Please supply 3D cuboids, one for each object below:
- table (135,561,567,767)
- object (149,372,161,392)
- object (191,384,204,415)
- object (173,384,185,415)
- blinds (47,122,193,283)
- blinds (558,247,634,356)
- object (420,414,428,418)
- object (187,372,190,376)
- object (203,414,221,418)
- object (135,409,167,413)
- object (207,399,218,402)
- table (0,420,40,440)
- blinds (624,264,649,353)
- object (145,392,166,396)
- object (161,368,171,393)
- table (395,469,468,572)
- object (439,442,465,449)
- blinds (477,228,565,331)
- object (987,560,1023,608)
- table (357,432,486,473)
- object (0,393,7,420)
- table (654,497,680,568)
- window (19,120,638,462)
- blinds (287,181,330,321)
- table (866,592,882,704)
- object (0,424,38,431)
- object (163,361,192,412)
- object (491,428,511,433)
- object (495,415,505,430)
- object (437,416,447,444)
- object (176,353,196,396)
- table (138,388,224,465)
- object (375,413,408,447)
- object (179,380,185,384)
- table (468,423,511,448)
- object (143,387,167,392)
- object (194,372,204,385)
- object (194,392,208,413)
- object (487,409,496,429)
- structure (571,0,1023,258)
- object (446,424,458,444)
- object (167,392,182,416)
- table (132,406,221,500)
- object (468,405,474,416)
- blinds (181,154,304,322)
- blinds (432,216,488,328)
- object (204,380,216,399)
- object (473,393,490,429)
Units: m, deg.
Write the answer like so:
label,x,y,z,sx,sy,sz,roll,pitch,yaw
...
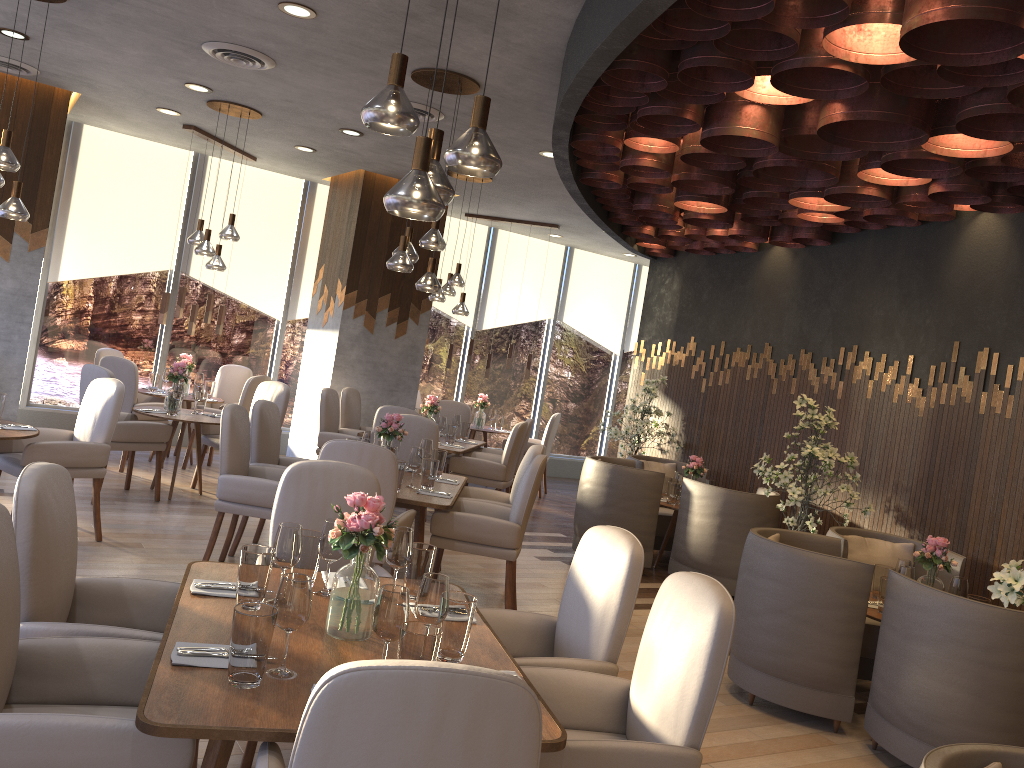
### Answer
label,x,y,z,sx,sy,sz,roll,pitch,yaw
table,-0.536,1.047,2.552,0.963,0.666,1.309,9,1,-15
object,-3.508,-0.017,8.687,0.102,0.178,0.102,9,0,6
object,-2.622,0.127,7.382,0.092,0.244,0.092,9,0,14
object,-2.687,0.123,7.132,0.092,0.244,0.092,9,0,-38
blinds,-3.995,-2.272,9.283,1.170,2.681,0.007,9,0,-32
blinds,1.283,-1.793,12.598,1.170,2.681,0.007,9,0,-32
object,-0.814,0.398,8.033,0.092,0.244,0.092,9,0,-30
object,-3.295,-0.022,8.923,0.092,0.244,0.092,9,0,-24
object,-2.489,0.261,7.444,0.158,0.019,0.254,10,2,33
object,-2.855,0.212,7.065,0.158,0.019,0.254,10,2,32
object,-3.021,0.143,8.665,0.255,0.019,0.157,10,2,14
table,-3.201,0.554,5.029,0.835,0.662,0.833,9,1,18
blinds,2.338,-1.708,13.259,1.170,2.681,0.007,9,0,-32
object,-3.381,0.089,8.499,0.157,0.019,0.255,9,2,12
object,-3.406,-0.035,8.736,0.092,0.244,0.092,9,0,35
table,-0.849,0.918,5.570,0.965,0.666,1.307,9,1,1
object,-0.560,0.553,8.032,0.255,0.019,0.157,9,1,12
blinds,0.239,-1.944,11.936,1.170,2.681,0.007,9,0,-32
object,2.051,0.969,3.077,0.748,1.617,0.786,9,0,34
table,-0.868,0.841,8.396,0.965,0.666,1.306,9,1,9
object,-3.078,0.142,5.275,0.102,0.178,0.102,9,0,-12
table,1.450,1.292,7.468,0.832,0.562,0.836,8,1,-39
window,-3.004,-0.994,6.746,8.069,3.199,16.106,9,1,13
blinds,-1.906,-1.981,10.604,1.170,2.681,0.007,9,0,-32
table,2.068,1.468,4.564,0.834,0.562,0.833,9,1,11
object,-2.942,0.247,5.204,0.158,0.019,0.254,10,2,42
object,-2.766,0.020,7.288,0.210,0.416,0.197,9,0,15
object,-0.136,0.557,10.615,0.255,0.019,0.157,9,1,7
object,-0.155,0.469,10.779,0.102,0.178,0.102,9,0,43
object,-0.656,0.421,8.152,0.092,0.244,0.092,9,0,-36
object,-3.252,-0.098,8.790,0.210,0.416,0.198,9,0,-20
table,-3.328,0.436,8.758,0.833,0.662,0.835,9,1,-12
object,-0.779,0.385,5.576,0.210,0.416,0.197,9,0,15
object,-3.205,0.037,8.514,0.102,0.178,0.102,9,0,38
table,-0.461,0.848,10.705,0.832,0.662,0.836,8,1,-41
object,-3.541,0.054,8.852,0.255,0.019,0.157,9,1,10
object,-3.111,0.011,8.791,0.092,0.244,0.092,9,0,17
object,-2.634,0.156,7.491,0.102,0.178,0.102,9,0,-41
object,-0.243,0.423,10.725,0.092,0.244,0.092,9,0,-41
structure,1.729,-1.407,4.614,2.754,0.557,9.457,9,1,-2
object,-0.564,0.468,8.199,0.102,0.178,0.102,9,0,-42
object,-2.684,0.160,7.023,0.102,0.178,0.102,9,0,38
table,-2.706,0.576,7.241,0.836,0.662,0.832,10,1,32
object,-0.514,0.381,10.676,0.092,0.244,0.092,9,0,-10
blinds,-2.952,-2.114,9.944,1.170,2.681,0.007,9,0,-32
blinds,-0.802,-2.118,11.275,1.170,2.681,0.007,9,0,-32
object,-3.016,0.059,8.832,0.102,0.178,0.102,9,0,-29
object,-0.368,0.321,10.580,0.210,0.416,0.197,9,0,35
